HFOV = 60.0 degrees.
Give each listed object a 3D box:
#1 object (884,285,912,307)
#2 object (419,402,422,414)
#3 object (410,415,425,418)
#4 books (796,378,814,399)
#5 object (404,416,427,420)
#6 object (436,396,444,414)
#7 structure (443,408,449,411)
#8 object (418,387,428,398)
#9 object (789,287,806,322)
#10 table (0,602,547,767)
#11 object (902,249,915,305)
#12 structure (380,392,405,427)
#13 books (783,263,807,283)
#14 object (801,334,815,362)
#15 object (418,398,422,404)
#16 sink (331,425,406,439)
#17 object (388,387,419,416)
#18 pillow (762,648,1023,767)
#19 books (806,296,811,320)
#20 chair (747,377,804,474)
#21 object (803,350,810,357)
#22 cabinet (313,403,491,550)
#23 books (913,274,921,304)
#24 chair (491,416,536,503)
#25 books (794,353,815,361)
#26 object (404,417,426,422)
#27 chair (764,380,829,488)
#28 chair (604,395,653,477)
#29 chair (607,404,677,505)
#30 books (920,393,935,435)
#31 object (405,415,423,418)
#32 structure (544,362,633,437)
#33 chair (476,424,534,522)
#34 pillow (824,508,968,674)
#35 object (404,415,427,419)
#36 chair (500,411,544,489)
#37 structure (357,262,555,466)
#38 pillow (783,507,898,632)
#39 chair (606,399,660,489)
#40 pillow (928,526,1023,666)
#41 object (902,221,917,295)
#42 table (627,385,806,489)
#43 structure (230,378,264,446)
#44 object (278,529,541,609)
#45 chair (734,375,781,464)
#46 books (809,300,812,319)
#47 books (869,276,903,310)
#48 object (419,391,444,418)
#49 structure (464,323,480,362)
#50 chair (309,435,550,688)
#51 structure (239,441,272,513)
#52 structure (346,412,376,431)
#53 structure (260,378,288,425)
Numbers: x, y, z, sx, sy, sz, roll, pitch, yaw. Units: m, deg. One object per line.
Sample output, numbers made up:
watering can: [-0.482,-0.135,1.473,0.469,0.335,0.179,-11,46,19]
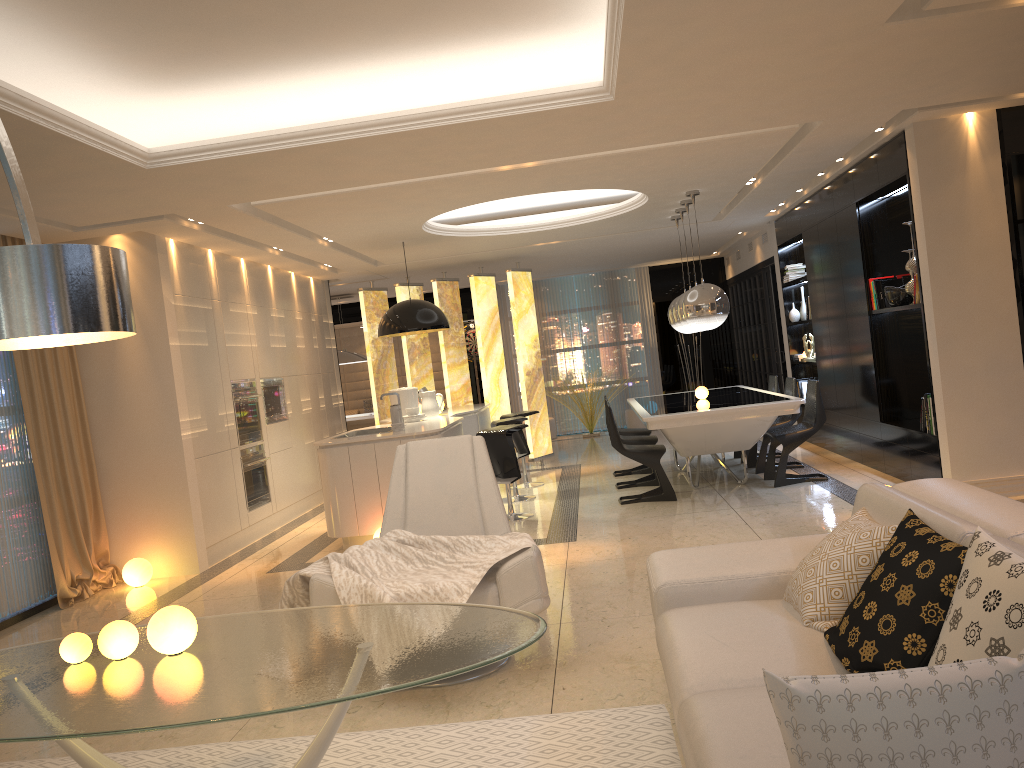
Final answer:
object: [3.076,-0.698,7.054,0.193,0.177,0.375,-7,1,6]
object: [-1.011,0.262,8.977,0.211,0.174,0.211,-8,2,-38]
object: [-0.929,0.315,8.350,0.229,0.016,0.229,-6,2,35]
books: [3.494,0.073,10.480,0.210,0.270,0.236,-7,1,5]
object: [-0.927,0.332,8.351,0.264,0.033,0.264,-8,2,-26]
object: [-0.797,0.214,9.028,0.212,0.214,0.213,-8,2,-34]
structure: [-1.014,0.315,9.851,0.502,0.026,0.811,-7,1,5]
object: [-1.017,0.142,9.842,0.249,0.212,0.256,-6,2,41]
object: [3.340,-0.928,10.387,0.210,0.395,0.180,-7,1,8]
table: [-0.925,1.090,2.594,2.140,0.565,0.999,-7,1,4]
object: [3.064,-0.816,6.784,0.121,0.416,0.121,-7,1,0]
structure: [-1.021,0.230,7.516,0.177,0.310,0.089,-7,1,5]
books: [3.316,-1.299,10.387,0.259,0.188,0.302,-7,1,12]
object: [3.360,-0.412,10.025,0.177,0.311,0.177,-7,1,5]
object: [-0.999,0.227,9.847,0.253,0.147,0.266,-8,2,-42]
sink: [-1.198,0.480,7.566,0.485,0.152,0.738,-7,1,5]
object: [-1.046,0.196,8.655,0.288,0.330,0.288,-6,2,23]
pillow: [0.756,0.636,1.676,0.521,0.325,0.281,-7,1,15]
books: [3.331,-0.841,9.729,0.207,0.256,0.245,-7,1,4]
chair: [2.512,0.390,8.570,0.496,0.858,0.523,-7,1,5]
object: [3.405,-0.332,10.192,0.125,0.125,0.125,-6,2,45]
cabinet: [-0.861,0.785,8.700,1.046,0.887,3.752,-7,1,5]
books: [3.037,-0.712,6.445,0.189,0.238,0.290,-7,1,4]
chair: [-0.003,0.730,8.616,0.380,0.789,0.380,-7,1,-12]
books: [3.444,-0.316,10.403,0.209,0.073,0.266,-7,1,8]
object: [-0.926,0.338,8.351,0.264,0.033,0.264,-8,2,-26]
chair: [2.440,0.420,7.725,0.496,0.858,0.523,-7,1,5]
chair: [1.265,0.521,9.429,0.496,0.858,0.523,-7,1,5]
chair: [1.118,0.581,7.720,0.496,0.858,0.523,-7,1,5]
books: [3.138,0.203,6.499,0.222,0.296,0.345,-7,1,5]
object: [-0.930,0.310,8.350,0.229,0.016,0.229,-6,2,35]
structure: [1.192,0.269,14.077,1.275,1.142,1.282,-8,2,-39]
chair: [-0.049,0.761,7.613,0.380,0.789,0.380,-6,2,38]
pillow: [1.027,0.571,2.400,0.323,0.355,0.524,-7,1,6]
object: [-0.927,0.326,8.350,0.264,0.033,0.264,-8,2,-26]
chair: [0.108,0.696,9.442,0.380,0.789,0.380,-8,2,-27]
structure: [-0.697,-0.137,11.162,2.180,2.555,0.448,-7,1,5]
pillow: [1.061,0.590,2.858,0.351,0.329,0.521,-7,1,5]
chair: [1.192,0.551,8.583,0.496,0.858,0.523,-7,1,5]
pillow: [1.029,0.568,1.941,0.255,0.399,0.526,-7,1,5]
object: [3.013,-0.904,6.633,0.121,0.612,0.121,-7,1,0]
table: [1.857,0.520,8.531,1.293,0.759,3.031,-7,1,5]
structure: [-2.690,0.281,8.262,0.595,0.597,0.609,-7,1,5]
object: [-0.530,1.005,4.137,1.347,0.580,0.972,-6,2,42]
chair: [2.581,0.361,9.374,0.496,0.858,0.523,-7,1,5]
books: [3.313,-0.836,9.520,0.212,0.261,0.252,-7,1,5]
books: [3.113,-0.759,7.362,0.210,0.270,0.236,-7,1,5]
object: [-0.803,0.200,8.800,0.211,0.254,0.183,-8,2,-33]
structure: [-0.626,-0.699,14.991,0.669,0.669,0.048,-7,1,5]
chair: [-0.345,0.782,4.167,1.027,0.991,0.983,-7,1,4]
structure: [-2.616,0.886,8.278,0.595,0.597,0.609,-7,1,5]
structure: [-2.702,0.928,13.300,2.912,0.812,1.659,-7,1,5]
structure: [-2.622,0.195,9.002,0.446,0.450,0.659,-7,1,5]
